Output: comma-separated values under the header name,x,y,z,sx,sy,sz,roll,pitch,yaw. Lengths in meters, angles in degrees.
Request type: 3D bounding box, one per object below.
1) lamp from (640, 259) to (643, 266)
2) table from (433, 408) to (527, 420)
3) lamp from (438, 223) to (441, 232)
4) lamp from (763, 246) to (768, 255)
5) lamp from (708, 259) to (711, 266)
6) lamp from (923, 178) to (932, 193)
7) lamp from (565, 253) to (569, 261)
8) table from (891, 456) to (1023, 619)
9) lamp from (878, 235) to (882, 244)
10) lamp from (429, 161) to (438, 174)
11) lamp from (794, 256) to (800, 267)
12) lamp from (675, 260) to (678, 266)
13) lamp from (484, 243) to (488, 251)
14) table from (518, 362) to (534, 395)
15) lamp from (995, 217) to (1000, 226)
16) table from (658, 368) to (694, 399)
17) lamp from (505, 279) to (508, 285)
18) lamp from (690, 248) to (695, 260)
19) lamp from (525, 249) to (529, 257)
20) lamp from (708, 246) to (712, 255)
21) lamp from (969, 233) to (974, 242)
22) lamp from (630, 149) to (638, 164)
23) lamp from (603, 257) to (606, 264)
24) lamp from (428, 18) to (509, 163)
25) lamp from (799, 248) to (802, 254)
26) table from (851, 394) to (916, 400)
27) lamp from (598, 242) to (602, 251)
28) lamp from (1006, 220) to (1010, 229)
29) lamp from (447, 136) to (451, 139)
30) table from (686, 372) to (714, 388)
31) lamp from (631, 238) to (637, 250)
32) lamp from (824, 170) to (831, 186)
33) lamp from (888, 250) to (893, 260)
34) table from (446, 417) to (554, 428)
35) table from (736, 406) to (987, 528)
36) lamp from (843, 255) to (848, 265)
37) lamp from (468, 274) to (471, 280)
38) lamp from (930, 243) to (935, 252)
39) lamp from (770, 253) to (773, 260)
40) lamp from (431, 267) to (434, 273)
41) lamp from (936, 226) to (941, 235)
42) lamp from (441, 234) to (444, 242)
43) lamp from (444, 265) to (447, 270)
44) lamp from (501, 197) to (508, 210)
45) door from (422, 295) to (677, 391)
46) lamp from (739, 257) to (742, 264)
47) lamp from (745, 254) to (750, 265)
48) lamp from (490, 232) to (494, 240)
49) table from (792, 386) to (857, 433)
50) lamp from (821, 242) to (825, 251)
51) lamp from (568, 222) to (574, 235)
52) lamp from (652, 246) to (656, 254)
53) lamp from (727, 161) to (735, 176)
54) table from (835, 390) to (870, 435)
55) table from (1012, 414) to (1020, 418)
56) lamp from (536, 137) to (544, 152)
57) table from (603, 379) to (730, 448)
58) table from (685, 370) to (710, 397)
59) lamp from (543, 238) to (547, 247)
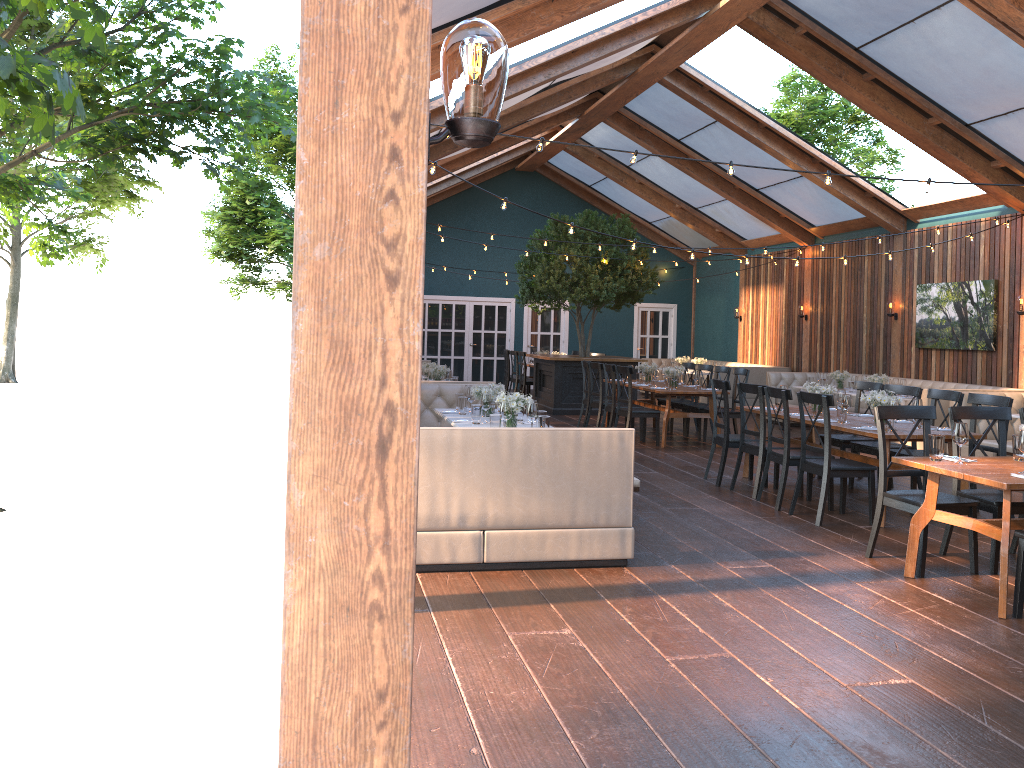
name,x,y,z,sx,sy,sz,roll,pitch,yaw
lamp,2.244,-2.112,15.328,0.060,0.119,0.056,1,0,-27
table,-0.295,0.603,8.238,0.798,0.672,0.800,1,2,-13
lamp,-1.028,-2.219,12.546,0.056,0.121,0.056,2,0,12
lamp,3.499,-1.841,12.218,0.056,0.117,0.067,2,1,41
lamp,3.582,-2.205,16.045,0.056,0.117,0.068,2,1,-15
lamp,3.236,-1.548,6.903,0.057,0.120,0.056,2,0,-18
lamp,0.909,-2.093,14.594,0.056,0.121,0.056,1,0,-32
table,3.648,0.869,5.320,2.429,0.730,0.952,1,2,-12
lamp,5.012,-1.967,12.055,0.063,0.118,0.056,1,0,-19
lamp,-0.677,-1.865,7.625,0.068,0.117,0.056,2,0,-5
lamp,3.194,-1.373,9.916,0.056,0.120,0.056,2,0,7
lamp,2.917,-2.146,15.688,0.060,0.119,0.056,2,0,12
lamp,-0.413,-2.143,13.838,0.056,0.120,0.056,2,1,44
table,0.796,-0.029,18.483,0.950,0.729,2.435,1,3,-12
lamp,6.502,-2.181,11.857,0.056,0.121,0.056,2,0,9
table,3.711,-0.006,19.922,0.798,0.672,0.800,1,2,-13
lamp,-0.107,-2.062,17.882,0.056,0.119,0.060,2,1,25
lamp,1.868,-1.344,9.164,0.056,0.121,0.056,2,0,-13
lamp,0.242,-2.106,14.227,0.056,0.120,0.056,1,0,-25
lamp,2.745,-1.847,12.268,0.056,0.121,0.056,2,0,3
lamp,5.873,-1.875,11.306,0.060,0.119,0.056,2,0,10
lamp,0.981,-1.820,7.097,0.075,0.114,0.056,2,1,34
lamp,1.572,-2.097,14.974,0.056,0.121,0.056,2,0,13
lamp,-0.096,-0.608,1.858,0.178,0.320,0.146,2,0,-12
lamp,5.585,-2.572,17.112,0.056,0.120,0.056,2,0,17
table,5.326,0.507,12.399,0.798,0.672,0.800,1,2,-13
lamp,1.232,-1.924,12.397,0.056,0.121,0.056,2,0,29
lamp,6.524,-2.102,11.640,0.062,0.119,0.056,1,0,-29
lamp,-0.522,-2.054,7.189,0.056,0.118,0.064,1,1,-39
table,4.053,0.103,18.327,0.798,0.672,0.800,1,2,-13
lamp,1.206,-1.385,8.782,0.056,0.120,0.056,2,0,38
lamp,2.485,-1.620,6.962,0.056,0.121,0.056,2,0,2
lamp,4.542,-1.543,10.621,0.056,0.120,0.056,2,0,16
table,-0.123,0.658,7.441,0.798,0.672,0.800,1,2,-12
table,3.030,0.680,8.083,0.950,0.729,2.435,1,3,-12
lamp,3.871,-1.438,10.267,0.056,0.121,0.056,1,0,-25
lamp,-0.849,-2.165,17.886,0.056,0.115,0.074,2,1,31
lamp,5.210,-1.688,10.968,0.071,0.116,0.056,2,0,10
lamp,4.921,-2.415,16.753,0.064,0.118,0.056,2,0,-3
lamp,-1.607,-2.321,17.948,0.056,0.119,0.059,2,0,-8
lamp,5.762,-2.072,11.952,0.056,0.120,0.056,2,0,30
lamp,-1.052,-2.215,13.437,0.056,0.119,0.062,2,1,30
lamp,-1.456,-2.535,19.331,0.056,0.120,0.056,2,0,-10
lamp,-0.072,-1.634,8.011,0.056,0.119,0.059,2,0,19
door,0.149,-0.983,21.624,8.168,2.211,0.174,1,0,-12
lamp,4.247,-2.294,16.417,0.056,0.121,0.056,1,0,-30
lamp,2.538,-1.341,9.534,0.056,0.120,0.056,2,0,-7
lamp,-0.283,-2.091,12.498,0.056,0.121,0.056,2,0,0
table,4.983,0.398,13.995,0.798,0.672,0.800,1,2,-13
lamp,4.263,-1.879,12.126,0.056,0.121,0.056,2,0,9
lamp,0.563,-1.477,8.392,0.056,0.120,0.056,2,0,-15
lamp,1.984,-1.877,12.330,0.056,0.121,0.056,1,0,-37
lamp,1.735,-1.712,7.010,0.056,0.120,0.056,1,0,-36
table,5.155,0.453,13.197,0.798,0.672,0.800,1,2,-12
table,5.932,0.699,9.576,0.798,0.672,0.800,1,2,-13
lamp,0.226,-1.934,7.148,0.056,0.114,0.075,2,1,-14
table,2.082,0.379,12.494,0.950,0.729,2.435,1,3,-12
table,3.882,0.049,19.124,0.798,0.672,0.800,1,2,-12
lamp,0.472,-1.994,12.448,0.056,0.121,0.056,2,0,-3
